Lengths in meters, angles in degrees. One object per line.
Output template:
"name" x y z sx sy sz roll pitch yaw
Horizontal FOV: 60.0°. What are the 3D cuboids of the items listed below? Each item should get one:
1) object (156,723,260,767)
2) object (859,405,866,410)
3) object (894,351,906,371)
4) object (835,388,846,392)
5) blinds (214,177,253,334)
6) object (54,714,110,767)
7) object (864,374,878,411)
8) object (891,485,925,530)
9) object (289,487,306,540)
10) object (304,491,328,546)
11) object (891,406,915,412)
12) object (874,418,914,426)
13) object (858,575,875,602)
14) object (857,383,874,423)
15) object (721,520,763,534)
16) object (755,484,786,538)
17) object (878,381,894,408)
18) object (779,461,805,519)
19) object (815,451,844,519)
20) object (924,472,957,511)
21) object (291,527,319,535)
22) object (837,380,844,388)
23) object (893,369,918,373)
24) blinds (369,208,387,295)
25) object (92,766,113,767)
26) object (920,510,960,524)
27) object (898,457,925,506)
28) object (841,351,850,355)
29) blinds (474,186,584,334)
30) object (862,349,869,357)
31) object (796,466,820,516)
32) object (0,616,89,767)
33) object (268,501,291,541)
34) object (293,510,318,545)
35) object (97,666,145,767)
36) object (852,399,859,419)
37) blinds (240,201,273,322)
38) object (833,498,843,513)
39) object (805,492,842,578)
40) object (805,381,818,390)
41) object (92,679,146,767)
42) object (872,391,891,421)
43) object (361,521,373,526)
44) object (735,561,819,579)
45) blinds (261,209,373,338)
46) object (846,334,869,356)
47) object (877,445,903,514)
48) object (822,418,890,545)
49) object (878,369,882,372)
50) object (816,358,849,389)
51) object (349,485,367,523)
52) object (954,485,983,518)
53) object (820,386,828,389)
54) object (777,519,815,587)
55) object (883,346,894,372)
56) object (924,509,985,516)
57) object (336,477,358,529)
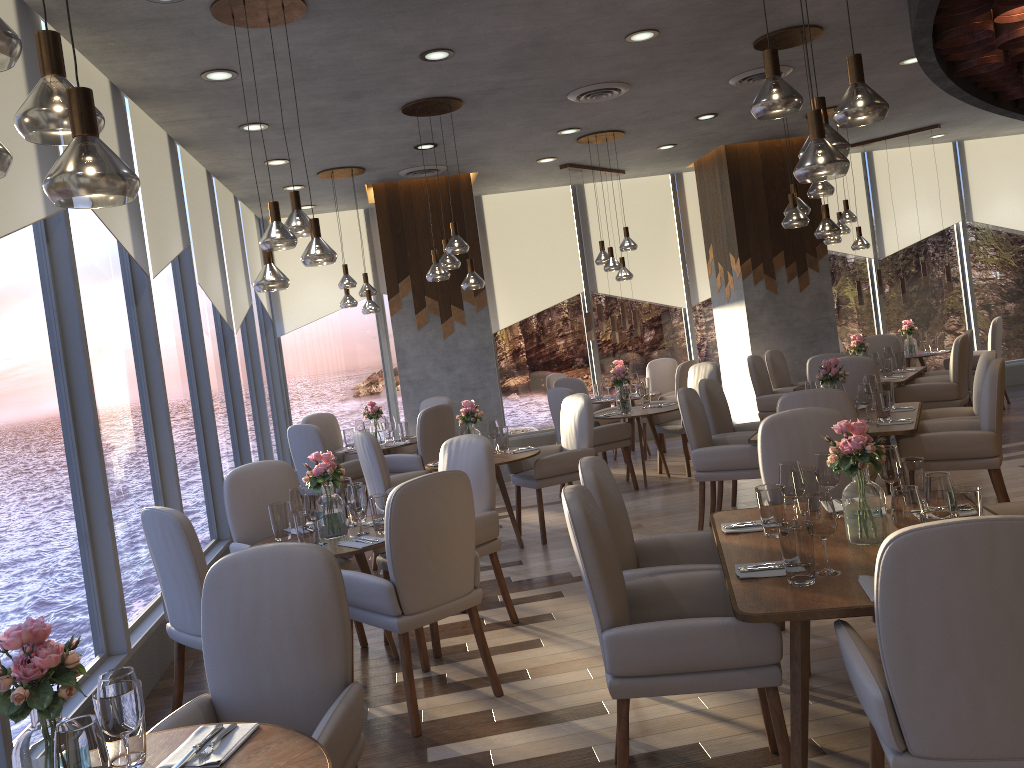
"object" -0.696 0.823 2.006 0.157 0.019 0.255 -7 3 10
"object" 2.424 0.167 6.267 0.157 0.019 0.255 -6 3 24
"object" 3.765 -0.221 8.593 0.102 0.178 0.102 -9 2 -27
"object" 2.034 0.149 5.483 0.092 0.244 0.092 -7 2 9
"blinds" -2.699 -1.790 8.423 0.007 2.679 1.174 -8 2 -7
"object" -0.784 0.743 1.629 0.092 0.244 0.092 -7 2 28
"object" 2.463 0.059 6.073 0.092 0.244 0.092 -8 2 -21
"object" 1.168 0.425 2.602 0.092 0.244 0.092 -7 2 14
"object" -1.029 0.627 4.302 0.092 0.244 0.092 -9 2 -41
"object" -0.903 0.622 4.081 0.092 0.244 0.092 -8 2 -23
"object" 2.557 0.168 5.930 0.254 0.019 0.158 -6 4 27
"object" 2.313 0.230 5.413 0.254 0.019 0.158 -6 4 27
"object" 1.065 0.559 2.488 0.157 0.019 0.255 -7 3 12
"object" 2.219 0.121 5.556 0.092 0.244 0.092 -8 2 -15
"object" 0.921 0.530 3.350 0.255 0.019 0.158 -7 3 9
"object" 0.935 0.457 3.183 0.102 0.178 0.102 -7 2 15
"object" 2.575 0.076 6.092 0.102 0.178 0.102 -8 2 -7
"object" 1.027 0.409 3.234 0.092 0.244 0.092 -7 2 29
"object" 1.192 0.381 3.334 0.092 0.244 0.092 -7 2 9
"object" 1.323 0.397 2.725 0.092 0.244 0.092 -9 2 -38
"object" -1.027 0.731 4.470 0.158 0.019 0.254 -10 4 -38
"object" 2.270 0.079 6.176 0.092 0.244 0.092 -9 2 -41
"object" 3.721 -0.127 8.438 0.254 0.019 0.158 -5 4 37
"blinds" -1.098 -2.115 10.499 1.174 2.679 0.007 -8 1 -7
"object" -0.727 0.773 1.534 0.102 0.178 0.102 -8 2 -25
"object" 1.219 0.457 2.504 0.102 0.178 0.102 -8 2 -12
"object" 1.508 0.372 3.342 0.102 0.178 0.102 -9 2 -33
"object" 3.285 -0.197 8.710 0.092 0.244 0.092 -8 2 -29
"blinds" 0.168 -2.006 10.658 1.174 2.679 0.007 -8 1 -7
"object" 3.478 -0.224 8.726 0.092 0.244 0.092 -7 2 13
"object" 1.142 0.415 3.429 0.102 0.178 0.102 -7 2 13
"object" -0.934 0.669 1.757 0.197 0.415 0.210 -7 2 16
"object" -1.129 0.671 4.330 0.102 0.178 0.102 -8 2 -12
"object" -0.918 0.663 3.975 0.102 0.178 0.102 -7 2 24
"object" -0.825 0.734 1.884 0.092 0.244 0.092 -8 2 -16
"object" 2.055 0.185 5.376 0.102 0.178 0.102 -6 2 35
"blinds" -2.879 -2.027 9.657 0.007 2.679 1.174 -8 2 -7
"object" 1.315 0.471 3.462 0.157 0.019 0.255 -7 3 7
"object" 0.936 0.452 2.668 0.092 0.244 0.092 -8 2 -16
"object" 2.083 0.107 6.129 0.092 0.244 0.092 -9 2 -44
"object" -0.870 0.768 1.982 0.102 0.178 0.102 -7 2 6
"object" 2.330 0.138 5.575 0.102 0.178 0.102 -6 2 43
"object" -0.643 0.681 4.432 0.255 0.019 0.157 -10 4 -38
"object" 0.831 0.573 2.785 0.255 0.019 0.158 -7 3 9
"blinds" -2.327 -1.943 10.347 1.174 2.679 0.007 -8 1 -7
"object" 3.306 -0.267 8.427 0.198 0.415 0.210 -9 2 -29
"object" 1.407 0.355 3.292 0.092 0.244 0.092 -7 2 13
"object" 1.166 0.321 2.981 0.210 0.415 0.198 -7 2 6
"object" 3.645 -0.136 8.792 0.157 0.019 0.256 -6 4 33
"object" 2.118 0.035 5.845 0.209 0.415 0.198 -6 2 41
"object" -0.790 0.616 4.524 0.102 0.178 0.102 -8 2 -2
"object" 1.424 0.414 2.775 0.102 0.178 0.102 -7 2 26
"object" 2.250 0.109 6.283 0.102 0.178 0.102 -6 2 40
"object" 0.845 0.500 2.618 0.102 0.178 0.102 -7 2 15
"object" 3.652 -0.239 8.592 0.092 0.244 0.092 -8 2 -11
"object" 1.539 0.457 3.179 0.255 0.019 0.158 -7 3 10
"object" -0.822 0.593 4.418 0.092 0.244 0.092 -8 2 -13
